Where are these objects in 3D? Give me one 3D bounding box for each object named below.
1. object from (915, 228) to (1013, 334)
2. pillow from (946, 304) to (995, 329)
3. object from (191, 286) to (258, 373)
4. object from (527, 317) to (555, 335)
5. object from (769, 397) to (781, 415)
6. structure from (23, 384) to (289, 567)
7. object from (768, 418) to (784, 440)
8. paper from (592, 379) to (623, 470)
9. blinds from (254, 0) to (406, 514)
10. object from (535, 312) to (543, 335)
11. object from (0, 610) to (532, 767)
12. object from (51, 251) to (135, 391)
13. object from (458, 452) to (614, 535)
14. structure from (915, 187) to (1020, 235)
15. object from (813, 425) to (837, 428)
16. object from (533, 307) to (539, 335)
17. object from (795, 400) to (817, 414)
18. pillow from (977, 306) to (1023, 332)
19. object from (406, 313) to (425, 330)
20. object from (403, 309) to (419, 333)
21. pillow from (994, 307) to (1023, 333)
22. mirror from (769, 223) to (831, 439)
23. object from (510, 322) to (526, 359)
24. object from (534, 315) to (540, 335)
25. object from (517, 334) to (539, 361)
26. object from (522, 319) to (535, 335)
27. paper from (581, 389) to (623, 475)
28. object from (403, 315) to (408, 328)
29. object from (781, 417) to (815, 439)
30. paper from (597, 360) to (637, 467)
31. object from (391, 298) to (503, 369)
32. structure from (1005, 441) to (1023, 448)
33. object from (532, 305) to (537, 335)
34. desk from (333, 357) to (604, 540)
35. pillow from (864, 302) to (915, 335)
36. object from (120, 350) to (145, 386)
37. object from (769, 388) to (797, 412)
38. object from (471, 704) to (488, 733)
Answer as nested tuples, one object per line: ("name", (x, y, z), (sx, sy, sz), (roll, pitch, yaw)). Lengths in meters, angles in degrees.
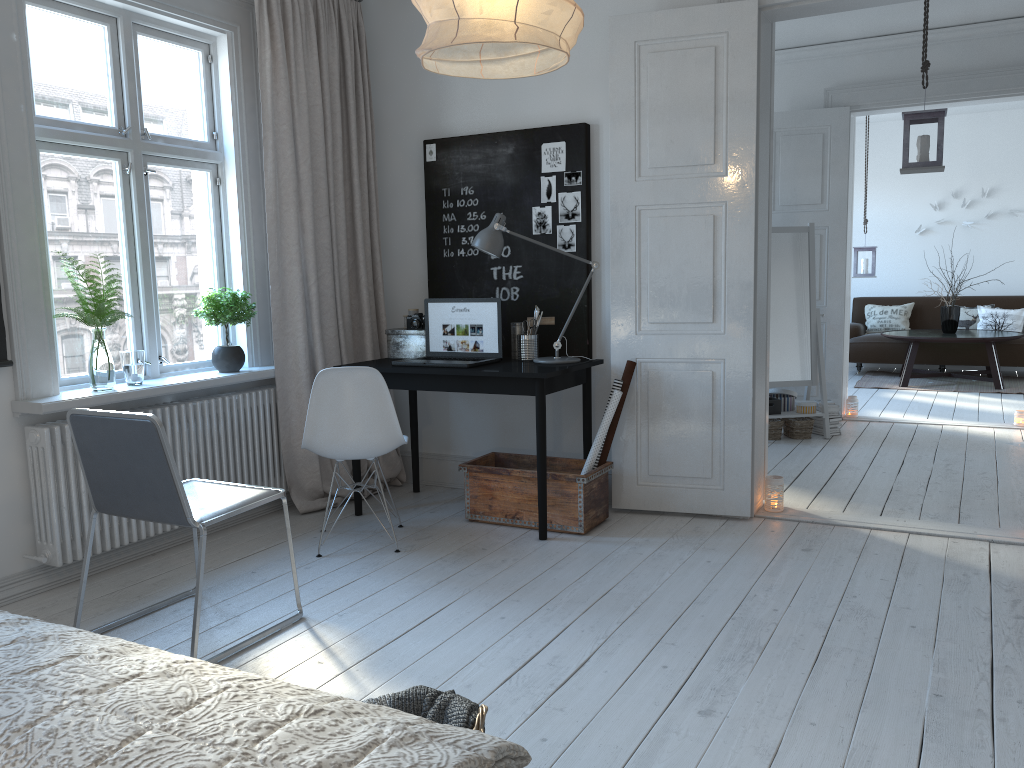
("object", (4.450, -1.024, 8.701), (0.845, 1.068, 0.524), (-2, 8, -1))
("pillow", (4.923, -0.682, 9.551), (0.473, 0.348, 0.158), (2, 9, 26))
("object", (-1.368, -0.261, 4.232), (0.309, 0.408, 0.271), (-3, 8, -12))
("object", (0.145, -0.229, 4.424), (0.138, 0.209, 0.034), (0, 8, 8))
("object", (1.777, 0.155, 6.220), (0.165, 0.103, 0.154), (-2, 7, -7))
("structure", (-1.506, 0.349, 4.030), (0.195, 0.548, 1.502), (3, 8, 28))
("object", (1.808, 0.311, 6.278), (0.185, 0.140, 0.294), (-1, 7, 0))
("paper", (0.404, 0.313, 4.195), (0.266, 0.670, 0.043), (-4, 8, -17))
("blinds", (-0.905, -0.687, 4.563), (0.224, 2.654, 0.829), (3, 9, 28))
("object", (0.114, -0.237, 4.378), (0.084, 0.240, 0.009), (-1, 8, 5))
("object", (-0.690, 0.472, 1.361), (1.459, 0.104, 0.404), (2, 8, 28))
("object", (-1.700, -0.254, 3.589), (0.304, 0.566, 0.413), (-5, 9, -28))
("object", (0.118, 0.520, 4.277), (0.664, 0.283, 0.339), (2, 8, 28))
("structure", (5.008, -1.909, 9.768), (1.025, 0.479, 0.085), (2, 9, 28))
("object", (2.237, 0.297, 6.364), (0.111, 0.014, 0.156), (-4, 7, -19))
("object", (0.108, -0.252, 4.396), (0.062, 0.264, 0.012), (-4, 8, -20))
("object", (2.062, 0.162, 6.223), (0.142, 0.075, 0.142), (0, 7, 12))
("pillow", (5.146, -0.671, 9.348), (0.470, 0.310, 0.187), (3, 9, 28))
("object", (-0.495, -0.321, 4.566), (0.137, 0.088, 0.073), (3, 9, 28))
("object", (-0.547, -0.327, 4.669), (0.056, 0.130, 0.167), (3, 8, 26))
("pillow", (5.376, -0.665, 9.354), (0.542, 0.288, 0.182), (3, 9, 29))
("mirror", (1.896, -0.374, 6.222), (0.610, 1.492, 0.416), (-2, 8, -7))
("object", (0.033, -0.217, 4.505), (0.079, 0.189, 0.078), (0, 8, 7))
("object", (0.107, -0.229, 4.389), (0.082, 0.222, 0.009), (-6, 9, -32))
("object", (0.080, -0.181, 4.404), (0.108, 0.129, 0.108), (6, 10, 43))
("object", (0.074, -0.223, 4.413), (0.050, 0.199, 0.081), (-7, 10, -37))
("paper", (0.377, 0.337, 4.145), (0.283, 0.628, 0.040), (0, 8, 6))
("object", (-0.565, -0.333, 4.753), (0.040, 0.069, 0.039), (1, 8, 16))
("object", (2.022, 0.305, 6.285), (0.185, 0.140, 0.294), (-1, 7, 0))
("paper", (0.459, 0.264, 4.238), (0.297, 0.749, 0.048), (-4, 8, -17))
("object", (-0.319, -0.252, 4.293), (0.445, 0.316, 0.325), (3, 8, 28))
("structure", (3.943, -0.918, 5.487), (1.247, 2.834, 0.799), (-4, 8, -17))
("object", (0.104, -0.255, 4.397), (0.008, 0.268, 0.060), (6, 11, 44))
("desk", (-0.203, 0.272, 4.409), (1.159, 0.761, 0.649), (3, 8, 28))
("pillow", (4.228, -0.727, 9.959), (0.519, 0.368, 0.238), (2, 9, 27))
("object", (-1.615, -0.068, 3.781), (0.097, 0.146, 0.097), (4, 9, 33))
("object", (1.941, 0.103, 6.388), (0.207, 0.159, 0.240), (4, 9, 35))
("object", (-0.212, 0.804, 1.761), (0.319, 0.352, 0.318), (-6, 9, -30))
